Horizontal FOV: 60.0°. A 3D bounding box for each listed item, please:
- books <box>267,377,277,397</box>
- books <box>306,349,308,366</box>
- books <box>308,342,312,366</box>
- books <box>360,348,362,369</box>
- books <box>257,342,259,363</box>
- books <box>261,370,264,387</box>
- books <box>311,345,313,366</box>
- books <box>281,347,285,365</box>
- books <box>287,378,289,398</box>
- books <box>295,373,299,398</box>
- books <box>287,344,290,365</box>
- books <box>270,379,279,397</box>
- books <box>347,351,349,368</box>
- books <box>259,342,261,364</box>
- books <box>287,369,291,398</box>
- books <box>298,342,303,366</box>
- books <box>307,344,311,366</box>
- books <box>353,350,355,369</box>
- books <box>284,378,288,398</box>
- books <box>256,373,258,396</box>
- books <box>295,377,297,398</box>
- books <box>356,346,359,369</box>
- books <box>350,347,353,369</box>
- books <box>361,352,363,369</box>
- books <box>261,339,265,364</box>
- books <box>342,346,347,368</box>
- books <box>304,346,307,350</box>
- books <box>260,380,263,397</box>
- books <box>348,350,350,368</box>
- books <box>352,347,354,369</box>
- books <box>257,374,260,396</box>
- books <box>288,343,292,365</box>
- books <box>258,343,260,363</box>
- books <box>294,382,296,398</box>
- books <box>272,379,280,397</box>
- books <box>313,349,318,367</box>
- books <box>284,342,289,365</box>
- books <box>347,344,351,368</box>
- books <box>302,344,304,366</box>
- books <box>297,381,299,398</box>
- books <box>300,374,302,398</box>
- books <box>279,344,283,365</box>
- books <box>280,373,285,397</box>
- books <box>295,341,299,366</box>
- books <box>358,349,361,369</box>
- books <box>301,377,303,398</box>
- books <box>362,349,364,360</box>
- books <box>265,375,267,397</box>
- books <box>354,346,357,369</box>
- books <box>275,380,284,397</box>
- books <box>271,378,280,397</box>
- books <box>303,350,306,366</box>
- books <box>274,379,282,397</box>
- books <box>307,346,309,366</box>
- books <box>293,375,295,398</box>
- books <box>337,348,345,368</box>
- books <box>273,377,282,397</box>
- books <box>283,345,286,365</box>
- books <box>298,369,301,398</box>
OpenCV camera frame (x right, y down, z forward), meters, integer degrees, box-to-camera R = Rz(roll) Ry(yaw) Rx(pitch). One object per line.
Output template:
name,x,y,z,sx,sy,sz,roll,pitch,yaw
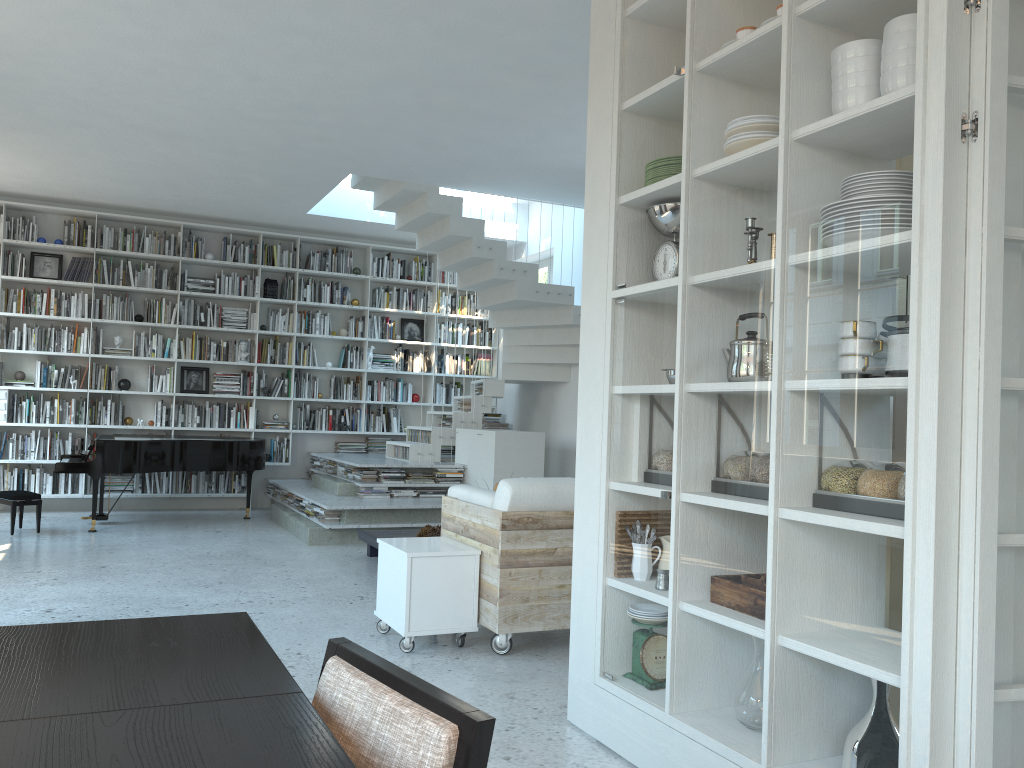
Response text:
books,-2.752,0.039,10.143,0.095,0.228,0.190,3,-2,-25
books,-2.407,-0.303,10.324,0.014,0.209,0.156,3,-2,-25
books,-2.362,-0.340,10.346,0.013,0.287,0.159,3,-2,-25
books,-1.822,-0.295,10.581,0.011,0.252,0.169,3,-2,-25
books,-2.912,-0.353,10.100,0.015,0.255,0.150,3,-2,-25
books,-2.850,-0.008,10.116,0.013,0.306,0.141,3,-2,-25
books,-2.346,-0.322,10.362,0.007,0.254,0.161,3,-2,-25
books,-2.648,-0.314,10.194,0.034,0.204,0.181,3,-2,-25
books,-2.599,0.046,10.227,0.021,0.226,0.148,3,-2,-25
books,-2.500,0.017,10.277,0.018,0.295,0.177,3,-2,-25
books,-2.598,-0.332,10.250,0.019,0.247,0.149,3,-2,-25
books,-2.738,0.049,10.154,0.089,0.210,0.175,3,-2,-25
books,-1.965,-0.281,10.521,0.006,0.209,0.188,3,-2,-25
books,-2.887,-0.347,10.123,0.013,0.247,0.176,3,-2,-25
books,-2.581,-0.003,10.233,0.014,0.325,0.183,3,-2,-25
books,-2.455,-0.342,10.275,0.013,0.279,0.191,3,-2,-25
books,-2.374,-0.332,10.335,0.006,0.270,0.178,3,-2,-25
books,-1.895,-0.285,10.549,0.012,0.224,0.178,3,-2,-25
books,-2.617,0.046,10.206,0.029,0.223,0.171,3,-2,-25
books,-2.921,0.011,10.092,0.024,0.263,0.154,3,-2,-25
books,-2.520,0.044,10.283,0.011,0.239,0.136,3,-2,-25
books,-1.854,-0.307,10.561,0.012,0.273,0.183,3,-2,-25
books,-1.925,-0.305,10.543,0.018,0.263,0.165,3,-2,-25
books,-1.814,-0.274,10.601,0.023,0.212,0.164,3,-2,-25
books,-2.848,-0.368,10.112,0.035,0.293,0.145,3,-2,-25
books,-1.986,-0.309,10.519,0.021,0.264,0.174,3,-2,-25
books,-2.416,-0.320,10.320,0.008,0.242,0.169,3,-2,-25
books,-2.864,0.049,10.092,0.027,0.192,0.182,3,-2,-25
books,-1.956,-0.285,10.526,0.013,0.219,0.187,3,-2,-25
books,-1.910,-0.303,10.551,0.015,0.259,0.152,3,-2,-25
books,-2.896,0.017,10.099,0.028,0.253,0.142,3,-2,-25
books,-2.579,-0.341,10.256,0.033,0.268,0.142,3,-2,-25
books,-2.896,-0.346,10.106,0.014,0.244,0.145,3,-2,-25
books,-2.529,0.069,10.269,0.015,0.188,0.168,3,-2,-25
books,-2.721,0.050,10.180,0.090,0.212,0.143,3,-2,-25
books,-2.308,-0.298,10.350,0.051,0.210,0.176,3,-2,-25
books,-2.608,-0.342,10.229,0.032,0.266,0.143,3,-2,-25
books,-1.950,-0.322,10.547,0.013,0.295,0.154,3,-2,-25
books,-2.443,-0.328,10.312,0.013,0.256,0.144,3,-2,-25
books,-2.488,0.024,10.281,0.006,0.281,0.155,3,-2,-25
books,-2.456,0.024,10.288,0.005,0.283,0.159,3,-2,-25
books,-2.666,-0.334,10.177,0.027,0.242,0.188,3,-2,-25
books,-2.644,0.014,10.217,0.013,0.285,0.138,3,-2,-25
books,-2.502,-0.348,10.270,0.035,0.287,0.191,3,-2,-25
books,-1.841,-0.291,10.591,0.013,0.244,0.158,3,-2,-25
books,-2.450,0.042,10.293,0.013,0.248,0.165,3,-2,-25
books,-1.794,-0.290,10.600,0.010,0.245,0.158,3,-2,-25
books,-2.823,0.024,10.139,0.035,0.248,0.141,3,-2,-25
books,-1.884,-0.309,10.572,0.032,0.274,0.154,3,-2,-25
books,-2.690,0.055,10.190,0.091,0.205,0.169,3,-2,-25
books,-2.732,0.042,10.179,0.095,0.226,0.144,3,-2,-25
books,-2.417,-0.296,10.290,0.017,0.192,0.191,3,-2,-25
books,-2.706,0.049,10.195,0.090,0.215,0.139,3,-2,-25
books,-2.388,-0.319,10.338,0.017,0.243,0.132,3,-2,-25
books,-2.534,0.029,10.256,0.010,0.266,0.158,3,-2,-25
books,-2.023,-0.298,10.509,0.056,0.241,0.153,3,-2,-25
books,-2.706,0.036,10.185,0.094,0.238,0.149,3,-2,-25
books,-2.633,-0.330,10.223,0.028,0.239,0.145,3,-2,-25
books,-2.477,-0.005,10.305,0.007,0.342,0.149,3,-2,-25
